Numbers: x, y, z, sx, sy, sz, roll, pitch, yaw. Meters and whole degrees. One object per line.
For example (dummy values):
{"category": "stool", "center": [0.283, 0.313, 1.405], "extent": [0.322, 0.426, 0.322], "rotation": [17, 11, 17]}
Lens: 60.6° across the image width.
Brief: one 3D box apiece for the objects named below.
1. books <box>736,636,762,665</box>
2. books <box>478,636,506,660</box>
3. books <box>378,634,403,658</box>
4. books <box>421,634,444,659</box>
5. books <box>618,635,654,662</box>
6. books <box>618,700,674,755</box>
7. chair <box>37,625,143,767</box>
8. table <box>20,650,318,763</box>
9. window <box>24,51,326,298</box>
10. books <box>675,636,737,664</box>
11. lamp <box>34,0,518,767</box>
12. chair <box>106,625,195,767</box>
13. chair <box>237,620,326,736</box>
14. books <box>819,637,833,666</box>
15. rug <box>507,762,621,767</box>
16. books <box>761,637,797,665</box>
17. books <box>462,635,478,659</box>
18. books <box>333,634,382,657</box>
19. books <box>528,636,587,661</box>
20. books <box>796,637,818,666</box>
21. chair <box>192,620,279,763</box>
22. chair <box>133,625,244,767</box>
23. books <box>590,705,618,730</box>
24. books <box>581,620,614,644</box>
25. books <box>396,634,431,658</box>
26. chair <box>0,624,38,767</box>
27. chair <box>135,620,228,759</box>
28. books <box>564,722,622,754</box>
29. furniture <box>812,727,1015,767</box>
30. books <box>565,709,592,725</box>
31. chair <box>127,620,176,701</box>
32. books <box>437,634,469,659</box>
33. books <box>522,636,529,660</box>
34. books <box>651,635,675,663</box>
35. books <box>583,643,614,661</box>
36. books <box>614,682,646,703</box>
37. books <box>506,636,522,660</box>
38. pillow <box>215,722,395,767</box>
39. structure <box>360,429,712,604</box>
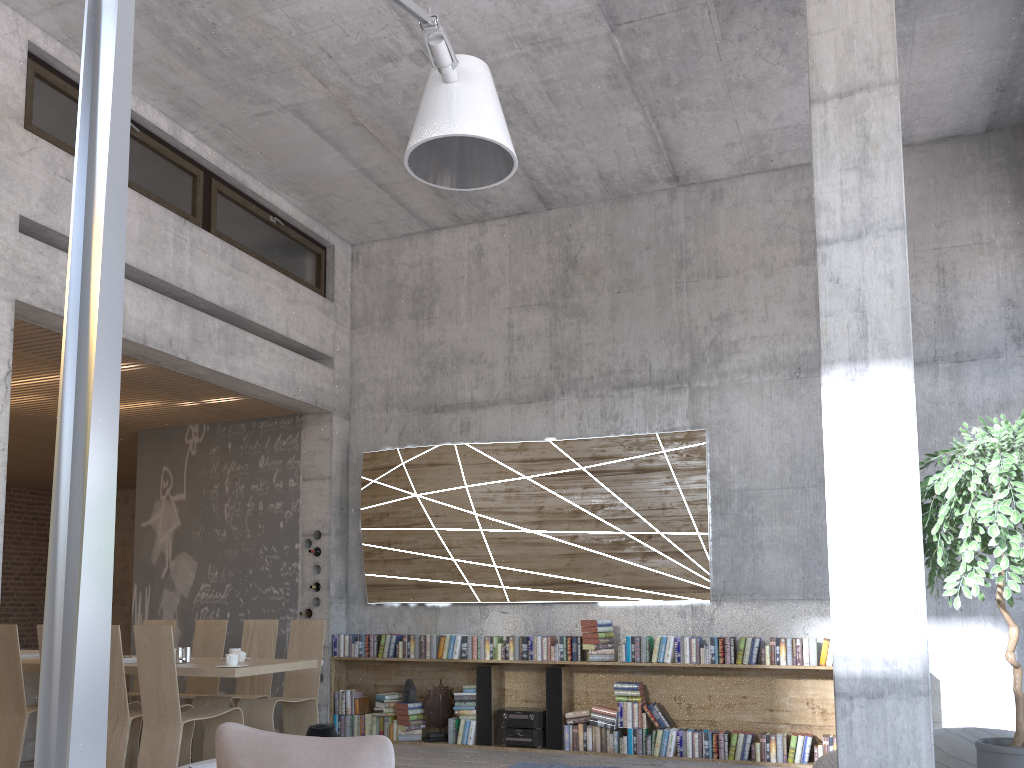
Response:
{"category": "books", "center": [1.978, 2.224, 7.323], "extent": [0.200, 0.224, 0.193], "rotation": [-4, -10, 21]}
{"category": "books", "center": [-0.171, 2.446, 8.125], "extent": [0.278, 0.216, 0.173], "rotation": [-5, -10, 22]}
{"category": "books", "center": [-1.180, 2.553, 8.556], "extent": [0.200, 0.224, 0.193], "rotation": [-4, -10, 21]}
{"category": "books", "center": [-0.762, 2.500, 8.356], "extent": [0.156, 0.216, 0.193], "rotation": [-4, -10, 21]}
{"category": "books", "center": [1.079, 2.308, 7.647], "extent": [0.279, 0.216, 0.213], "rotation": [-4, -11, 20]}
{"category": "books", "center": [1.156, 2.968, 7.565], "extent": [0.453, 0.440, 0.218], "rotation": [-4, -8, 21]}
{"category": "chair", "center": [-3.194, 2.413, 6.644], "extent": [0.350, 1.171, 0.735], "rotation": [-3, -8, 18]}
{"category": "table", "center": [-4.149, 2.759, 7.455], "extent": [5.206, 0.905, 1.031], "rotation": [-6, -12, 21]}
{"category": "window", "center": [-3.464, -2.073, 5.144], "extent": [0.113, 0.593, 8.617], "rotation": [-3, -14, 21]}
{"category": "books", "center": [1.642, 2.257, 7.440], "extent": [0.491, 0.216, 0.219], "rotation": [-5, -11, 21]}
{"category": "lamp", "center": [-0.515, 0.177, 2.264], "extent": [0.756, 3.355, 2.683], "rotation": [-1, -9, 9]}
{"category": "chair", "center": [-2.729, 2.360, 6.445], "extent": [0.350, 1.171, 0.733], "rotation": [-4, -9, 26]}
{"category": "chair", "center": [-1.885, 2.543, 7.204], "extent": [0.350, 1.171, 0.734], "rotation": [-3, -8, 21]}
{"category": "books", "center": [2.599, 2.150, 7.043], "extent": [0.250, 0.224, 0.193], "rotation": [-4, -10, 21]}
{"category": "rug", "center": [0.077, 2.720, 5.641], "extent": [1.166, 0.048, 2.980], "rotation": [-6, -15, 20]}
{"category": "books", "center": [2.204, 2.199, 7.224], "extent": [0.279, 0.216, 0.213], "rotation": [-4, -11, 20]}
{"category": "books", "center": [-0.374, 2.466, 8.202], "extent": [0.156, 0.216, 0.157], "rotation": [-4, -9, 21]}
{"category": "books", "center": [-1.516, 2.586, 8.673], "extent": [0.491, 0.216, 0.219], "rotation": [-5, -11, 21]}
{"category": "books", "center": [0.406, 2.388, 7.922], "extent": [0.491, 0.216, 0.219], "rotation": [-5, -11, 21]}
{"category": "books", "center": [2.396, 2.171, 7.122], "extent": [0.156, 0.216, 0.193], "rotation": [-4, -10, 21]}
{"category": "chair", "center": [-2.338, 2.603, 7.433], "extent": [0.350, 1.171, 0.735], "rotation": [-2, -8, 17]}
{"category": "chair", "center": [-2.281, 2.297, 6.203], "extent": [0.350, 1.171, 0.733], "rotation": [-3, -9, 24]}
{"category": "books", "center": [0.814, 2.906, 7.646], "extent": [0.244, 0.188, 0.157], "rotation": [-5, -10, 21]}
{"category": "books", "center": [0.755, 2.192, 7.756], "extent": [0.191, 0.206, 0.249], "rotation": [-9, -14, 42]}
{"category": "books", "center": [-0.954, 2.528, 8.458], "extent": [0.279, 0.216, 0.213], "rotation": [-4, -11, 20]}
{"category": "chair", "center": [-3.663, 2.464, 6.834], "extent": [0.350, 1.171, 0.733], "rotation": [-4, -9, 26]}
{"category": "chair", "center": [-2.839, 2.634, 7.542], "extent": [0.350, 1.171, 0.734], "rotation": [-3, -8, 21]}
{"category": "books", "center": [0.722, 3.114, 7.747], "extent": [0.496, 0.233, 0.247], "rotation": [-5, -11, 21]}
{"category": "furniture", "center": [2.712, 2.394, 5.276], "extent": [1.804, 0.794, 1.659], "rotation": [7, -15, -30]}
{"category": "books", "center": [0.614, 2.953, 7.787], "extent": [0.235, 0.137, 0.195], "rotation": [-5, -12, 22]}
{"category": "chair", "center": [-3.333, 2.669, 7.670], "extent": [0.350, 1.171, 0.735], "rotation": [-2, -8, 15]}
{"category": "books", "center": [-0.559, 2.479, 8.277], "extent": [0.250, 0.224, 0.193], "rotation": [-4, -10, 21]}
{"category": "books", "center": [0.144, 2.422, 8.045], "extent": [0.055, 0.216, 0.193], "rotation": [-3, -10, 21]}
{"category": "books", "center": [1.313, 2.281, 7.545], "extent": [0.200, 0.224, 0.193], "rotation": [-4, -10, 21]}
{"category": "books", "center": [0.768, 2.368, 7.740], "extent": [0.285, 0.147, 0.226], "rotation": [4, -12, -21]}
{"category": "books", "center": [1.028, 2.692, 7.658], "extent": [0.240, 0.158, 0.193], "rotation": [-5, -12, 21]}
{"category": "books", "center": [0.049, 2.435, 8.090], "extent": [0.156, 0.216, 0.208], "rotation": [-4, -10, 21]}
{"category": "pillow", "center": [-0.543, 1.198, 2.360], "extent": [0.566, 0.547, 0.224], "rotation": [-5, -8, 23]}
{"category": "structure", "center": [0.089, 1.276, 8.178], "extent": [3.424, 1.507, 0.364], "rotation": [-5, -8, 21]}
